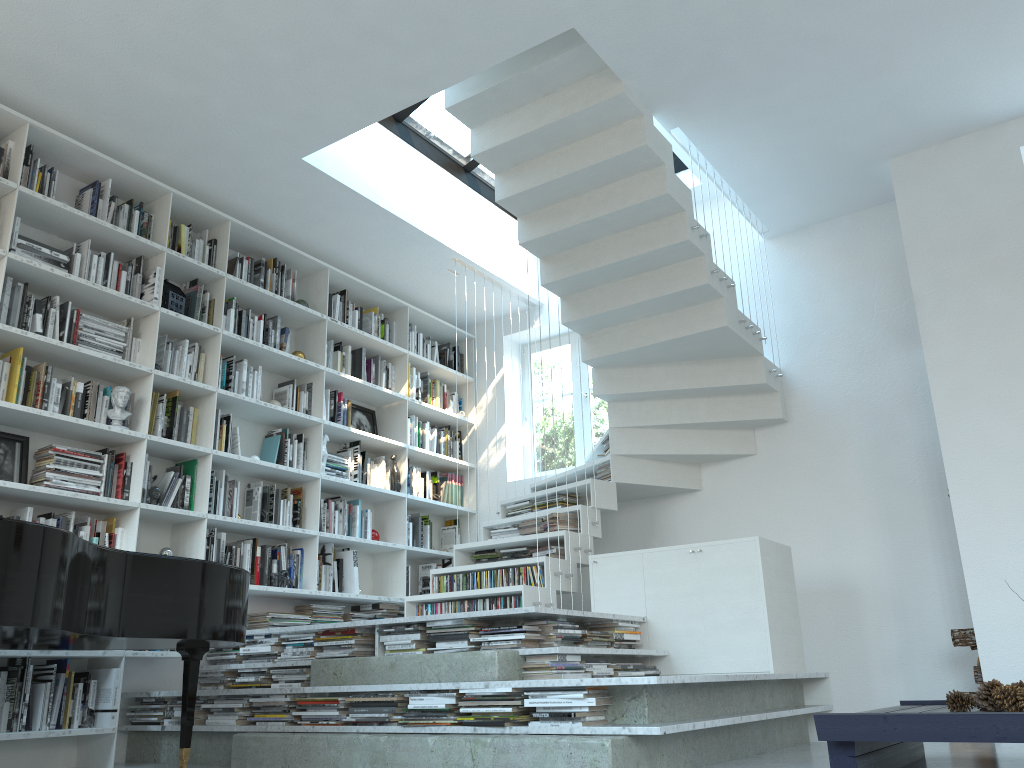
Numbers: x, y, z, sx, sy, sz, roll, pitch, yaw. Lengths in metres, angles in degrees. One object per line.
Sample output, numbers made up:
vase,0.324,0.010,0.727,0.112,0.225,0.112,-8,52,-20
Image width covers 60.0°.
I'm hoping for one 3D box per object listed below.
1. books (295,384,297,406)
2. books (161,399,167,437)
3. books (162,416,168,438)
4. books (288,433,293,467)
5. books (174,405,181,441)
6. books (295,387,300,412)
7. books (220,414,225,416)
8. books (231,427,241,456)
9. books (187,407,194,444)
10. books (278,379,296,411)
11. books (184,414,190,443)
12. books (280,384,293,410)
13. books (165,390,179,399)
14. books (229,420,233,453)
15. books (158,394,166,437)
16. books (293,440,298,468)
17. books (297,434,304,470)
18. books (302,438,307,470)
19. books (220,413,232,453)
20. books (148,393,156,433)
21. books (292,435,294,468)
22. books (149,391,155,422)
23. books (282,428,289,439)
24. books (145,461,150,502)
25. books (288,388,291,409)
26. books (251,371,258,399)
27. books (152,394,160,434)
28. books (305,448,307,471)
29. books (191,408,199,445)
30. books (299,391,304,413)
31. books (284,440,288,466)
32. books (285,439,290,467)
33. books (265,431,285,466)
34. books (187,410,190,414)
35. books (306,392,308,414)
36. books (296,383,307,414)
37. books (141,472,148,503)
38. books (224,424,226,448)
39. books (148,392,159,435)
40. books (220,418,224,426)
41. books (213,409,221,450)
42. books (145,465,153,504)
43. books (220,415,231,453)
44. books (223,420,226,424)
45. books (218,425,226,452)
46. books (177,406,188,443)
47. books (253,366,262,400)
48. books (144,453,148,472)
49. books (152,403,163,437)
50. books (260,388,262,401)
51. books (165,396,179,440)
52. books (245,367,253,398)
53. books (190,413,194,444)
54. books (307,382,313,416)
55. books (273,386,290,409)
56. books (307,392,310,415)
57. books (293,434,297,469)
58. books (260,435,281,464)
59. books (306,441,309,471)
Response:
books,-1.489,0.129,5.866,0.152,0.243,0.016,-14,-21,32
books,-2.023,0.227,5.016,0.139,0.277,0.036,-13,-21,32
books,-2.010,0.280,5.022,0.131,0.180,0.030,-14,-22,32
books,-1.483,0.461,5.734,0.165,0.262,0.018,-14,-21,32
books,-1.968,0.255,5.064,0.175,0.252,0.033,-14,-21,32
books,-1.475,0.143,5.886,0.160,0.227,0.017,-14,-21,32
books,-1.787,0.336,5.395,0.089,0.299,0.011,-13,-21,32
books,-1.713,0.378,5.380,0.177,0.209,0.051,-14,-22,32
books,-1.911,0.273,5.141,0.143,0.265,0.032,-14,-21,32
books,-1.489,0.111,5.851,0.164,0.266,0.015,-14,-21,32
books,-1.927,0.287,5.085,0.181,0.203,0.034,-14,-22,32
books,-1.506,0.127,5.842,0.154,0.231,0.012,-14,-21,32
books,-1.977,0.210,5.061,0.169,0.336,0.022,-14,-21,32
books,-1.753,0.354,5.378,0.161,0.253,0.007,-14,-21,32
books,-2.015,0.210,4.990,0.164,0.293,0.019,-14,-21,32
books,-1.460,0.486,5.748,0.178,0.223,0.012,-14,-22,32
books,-1.432,0.472,5.785,0.184,0.272,0.012,-14,-21,32
books,-1.413,0.492,5.813,0.169,0.252,0.011,-14,-21,32
books,-1.759,0.331,5.361,0.159,0.286,0.013,-14,-21,32
books,-2.061,0.198,4.948,0.145,0.292,0.035,-13,-21,32
books,-1.474,0.467,5.747,0.152,0.258,0.015,-14,-21,32
books,-2.059,0.192,4.932,0.145,0.292,0.035,-13,-21,32
books,-1.507,0.443,5.728,0.154,0.294,0.013,-14,-21,32
books,-2.046,0.563,4.844,0.157,0.265,0.012,-14,-21,32
books,-1.512,0.138,5.832,0.154,0.204,0.005,-14,-22,32
books,-1.677,0.047,5.589,0.183,0.231,0.021,-14,-22,32
books,-2.046,0.204,4.968,0.145,0.292,0.035,-13,-21,32
books,-1.416,0.518,5.829,0.164,0.211,0.023,-14,-22,32
books,-1.900,0.284,5.178,0.142,0.267,0.033,-14,-21,32
books,-1.454,0.161,5.900,0.173,0.201,0.013,-14,-22,32
books,-1.505,0.475,5.689,0.188,0.209,0.006,-14,-22,32
books,-1.500,0.473,5.698,0.187,0.218,0.013,-14,-22,32
books,-1.523,0.445,5.684,0.174,0.263,0.021,-14,-21,32
books,-1.929,0.280,5.121,0.145,0.238,0.028,-14,-21,32
books,-1.429,0.165,5.917,0.174,0.203,0.013,-14,-22,32
books,-1.438,0.137,5.914,0.176,0.256,0.016,-14,-21,32
books,-2.043,0.585,4.794,0.182,0.191,0.027,-14,-22,32
books,-1.773,0.356,5.315,0.158,0.211,0.007,-14,-22,32
books,-2.041,0.198,4.950,0.145,0.292,0.035,-13,-21,32
books,-1.792,0.337,5.307,0.169,0.241,0.008,-14,-21,32
books,-1.803,0.301,5.256,0.192,0.278,0.013,-14,-21,32
books,-2.033,0.577,4.861,0.141,0.247,0.035,-14,-21,32
books,-1.763,0.334,5.344,0.178,0.269,0.006,-14,-21,32
books,-1.777,0.346,5.335,0.132,0.242,0.017,-14,-21,32
books,-1.777,0.353,5.275,0.191,0.191,0.017,-14,-22,32
books,-1.934,0.261,5.068,0.189,0.241,0.027,-14,-22,32
books,-1.655,0.031,5.607,0.170,0.271,0.024,-14,-21,32
books,-2.046,0.538,4.836,0.141,0.305,0.013,-13,-21,32
books,-2.027,0.236,4.969,0.180,0.231,0.015,-14,-22,32
books,-1.652,0.055,5.647,0.161,0.253,0.034,-14,-21,32
books,-1.968,0.224,5.034,0.182,0.292,0.019,-14,-21,32
books,-1.699,0.028,5.550,0.183,0.244,0.025,-14,-21,32
books,-1.913,0.289,5.161,0.149,0.247,0.019,-14,-21,32
books,-1.409,0.138,5.953,0.182,0.277,0.005,-14,-21,32
books,-1.521,0.129,5.828,0.140,0.219,0.015,-14,-21,32
books,-1.418,0.171,5.939,0.169,0.205,0.012,-14,-22,32
books,-1.462,0.470,5.779,0.154,0.273,0.033,-14,-21,32
books,-1.550,0.449,5.654,0.153,0.240,0.056,-14,-22,32
books,-1.399,0.505,5.842,0.158,0.244,0.010,-14,-21,32
